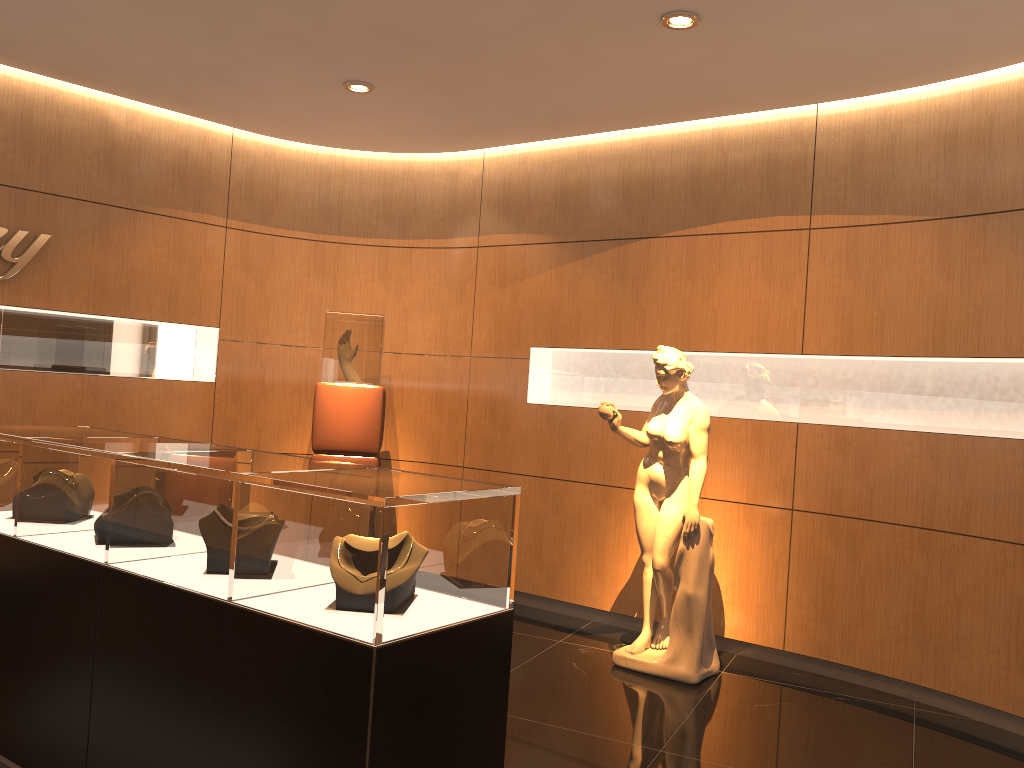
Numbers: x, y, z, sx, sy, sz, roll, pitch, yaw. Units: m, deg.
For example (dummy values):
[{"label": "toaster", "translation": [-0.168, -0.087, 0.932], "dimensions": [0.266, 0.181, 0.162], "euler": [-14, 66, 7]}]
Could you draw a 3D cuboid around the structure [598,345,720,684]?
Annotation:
[{"label": "structure", "translation": [0.866, 0.705, 5.107], "dimensions": [0.733, 1.836, 0.477], "euler": [3, -1, 24]}]

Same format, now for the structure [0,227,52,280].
[{"label": "structure", "translation": [-3.708, -0.907, 4.988], "dimensions": [2.050, 0.442, 0.034], "euler": [4, -1, -44]}]

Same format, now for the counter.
[{"label": "counter", "translation": [-1.200, 0.827, 3.190], "dimensions": [2.514, 1.173, 0.615], "euler": [3, -1, 35]}]

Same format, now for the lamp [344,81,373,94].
[{"label": "lamp", "translation": [-0.929, -1.827, 5.383], "dimensions": [0.176, 0.068, 0.176], "euler": [3, -1, 30]}]

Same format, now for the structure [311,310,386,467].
[{"label": "structure", "translation": [-1.181, 0.502, 6.353], "dimensions": [0.498, 2.000, 0.484], "euler": [4, -1, -7]}]
